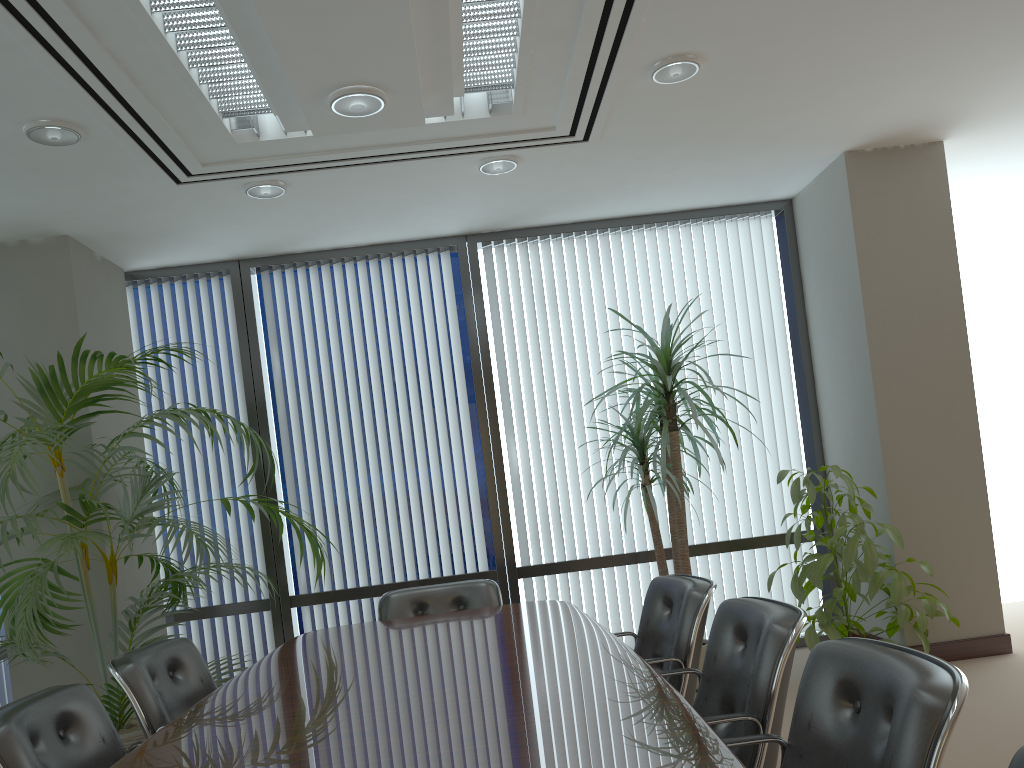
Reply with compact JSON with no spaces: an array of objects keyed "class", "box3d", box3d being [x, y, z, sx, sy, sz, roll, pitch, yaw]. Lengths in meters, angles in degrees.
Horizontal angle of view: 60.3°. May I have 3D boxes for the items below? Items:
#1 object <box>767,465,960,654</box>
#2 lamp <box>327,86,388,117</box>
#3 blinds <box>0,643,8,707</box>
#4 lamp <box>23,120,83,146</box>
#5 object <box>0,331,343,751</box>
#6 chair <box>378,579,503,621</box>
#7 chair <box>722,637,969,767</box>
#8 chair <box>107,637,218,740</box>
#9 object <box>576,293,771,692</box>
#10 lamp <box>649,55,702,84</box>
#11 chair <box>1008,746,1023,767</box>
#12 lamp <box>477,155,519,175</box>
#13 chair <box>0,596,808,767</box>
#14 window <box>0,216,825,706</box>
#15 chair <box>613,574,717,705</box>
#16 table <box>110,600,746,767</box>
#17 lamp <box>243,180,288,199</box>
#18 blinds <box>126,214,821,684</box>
[{"class":"object","box3d":[1.947,1.099,5.005,0.974,1.310,0.863,-5,-3,-32]},{"class":"lamp","box3d":[-0.583,-1.060,3.334,0.226,0.035,0.225,-9,-7,21]},{"class":"blinds","box3d":[-3.002,0.549,3.246,0.031,2.896,4.925,-7,-5,-3]},{"class":"lamp","box3d":[-1.919,-1.044,3.693,0.226,0.035,0.225,-9,-7,21]},{"class":"object","box3d":[-2.121,0.844,4.283,2.096,2.473,2.167,-8,-3,18]},{"class":"chair","box3d":[-0.319,1.456,4.385,0.758,0.856,0.857,-7,-3,-3]},{"class":"chair","box3d":[0.574,1.073,1.973,0.852,0.857,0.762,-7,-3,-3]},{"class":"chair","box3d":[-1.118,1.464,3.595,0.853,0.857,0.762,-7,-3,2]},{"class":"object","box3d":[0.967,0.672,5.267,1.012,2.309,1.039,-6,-2,-28]},{"class":"lamp","box3d":[0.706,-1.352,3.811,0.226,0.035,0.225,-9,-7,21]},{"class":"chair","box3d":[0.568,0.974,1.092,0.857,0.857,0.756,-7,-3,1]},{"class":"lamp","box3d":[-0.074,-1.158,4.684,0.224,0.035,0.227,-6,-6,-13]},{"class":"chair","box3d":[-0.293,1.271,2.784,2.525,0.857,0.762,-7,-3,-3]},{"class":"window","box3d":[-1.739,0.562,4.665,3.561,2.903,7.348,-11,-7,42]},{"class":"chair","box3d":[0.462,1.276,3.643,0.851,0.857,0.739,-7,-3,-8]},{"class":"table","box3d":[-0.257,1.276,2.388,1.505,0.746,4.095,-7,-6,-3]},{"class":"lamp","box3d":[-1.293,-1.015,4.629,0.225,0.035,0.226,-8,-6,7]},{"class":"blinds","box3d":[-0.472,0.551,6.002,4.925,2.905,0.051,-7,0,-3]}]
